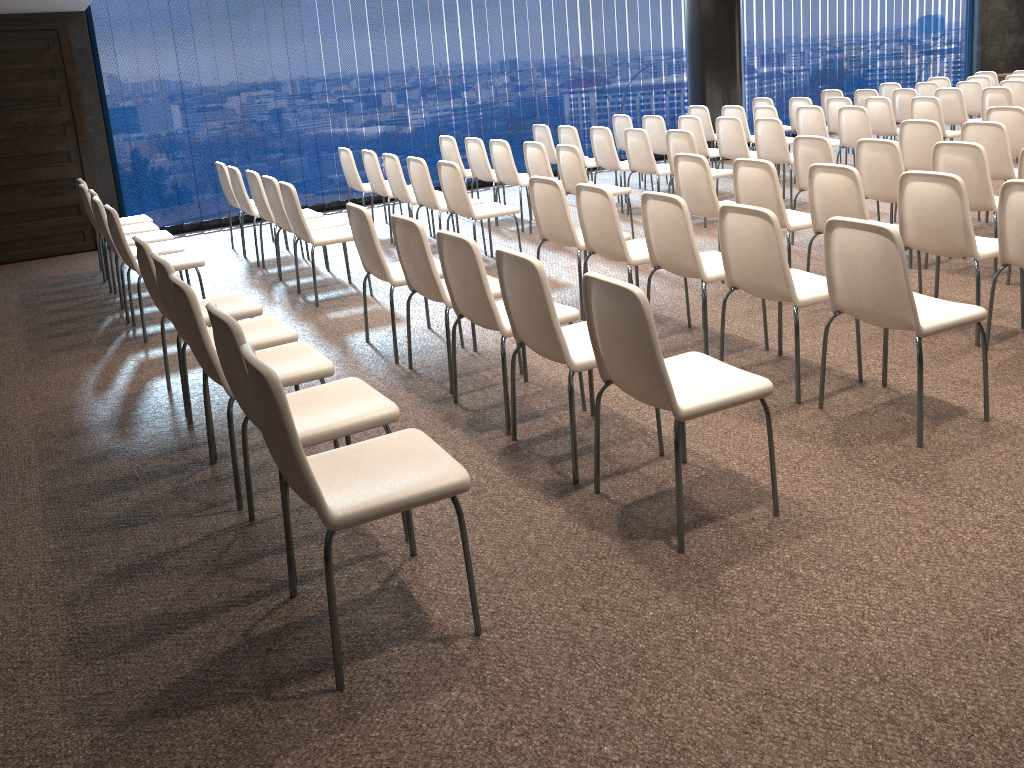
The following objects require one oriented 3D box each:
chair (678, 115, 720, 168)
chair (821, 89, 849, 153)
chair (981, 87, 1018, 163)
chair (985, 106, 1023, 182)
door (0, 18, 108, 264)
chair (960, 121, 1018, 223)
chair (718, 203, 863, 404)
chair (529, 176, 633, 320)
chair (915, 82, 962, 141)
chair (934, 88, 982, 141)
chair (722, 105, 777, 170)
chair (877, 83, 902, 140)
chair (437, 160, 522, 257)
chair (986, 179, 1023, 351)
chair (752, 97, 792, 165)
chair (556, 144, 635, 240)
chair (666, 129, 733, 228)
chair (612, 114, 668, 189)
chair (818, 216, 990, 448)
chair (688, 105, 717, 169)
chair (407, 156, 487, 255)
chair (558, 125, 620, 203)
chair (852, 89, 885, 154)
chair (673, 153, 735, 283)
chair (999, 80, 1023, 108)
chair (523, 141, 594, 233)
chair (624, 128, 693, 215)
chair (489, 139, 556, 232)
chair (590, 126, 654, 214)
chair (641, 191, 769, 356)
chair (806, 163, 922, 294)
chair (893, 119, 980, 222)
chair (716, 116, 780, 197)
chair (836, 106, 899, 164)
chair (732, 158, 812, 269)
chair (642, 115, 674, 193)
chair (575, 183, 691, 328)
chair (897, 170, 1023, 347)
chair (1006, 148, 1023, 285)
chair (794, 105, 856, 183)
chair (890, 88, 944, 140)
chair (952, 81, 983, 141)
[{"bbox_3d":[2.183,-2.582,9.820,0.565,0.870,0.544,-12,16,-27],"label":"chair"},{"bbox_3d":[4.753,-3.790,12.564,0.565,0.870,0.544,-12,16,-26],"label":"chair"},{"bbox_3d":[5.947,-3.134,10.517,0.565,0.870,0.544,-12,16,-26],"label":"chair"},{"bbox_3d":[4.632,-2.108,7.998,0.565,0.870,0.544,-12,16,-27],"label":"chair"},{"bbox_3d":[-5.043,-2.418,8.829,1.419,2.325,0.274,-13,15,-28],"label":"door"},{"bbox_3d":[3.854,-1.648,6.908,0.564,0.870,0.544,-12,16,-25],"label":"chair"},{"bbox_3d":[1.310,-0.454,4.197,0.565,0.870,0.544,-12,16,-27],"label":"chair"},{"bbox_3d":[0.442,-0.946,5.727,0.566,0.870,0.543,-13,17,-29],"label":"chair"},{"bbox_3d":[6.090,-3.895,12.563,0.565,0.870,0.543,-13,16,-28],"label":"chair"},{"bbox_3d":[5.626,-3.296,11.026,0.566,0.870,0.543,-13,17,-28],"label":"chair"},{"bbox_3d":[2.930,-3.041,10.912,0.566,0.870,0.543,-13,17,-29],"label":"chair"},{"bbox_3d":[5.802,-4.067,13.096,0.565,0.870,0.544,-12,16,-27],"label":"chair"},{"bbox_3d":[-0.266,-1.395,7.107,0.565,0.870,0.543,-13,16,-28],"label":"chair"},{"bbox_3d":[2.663,-0.572,4.227,0.565,0.870,0.544,-12,16,-26],"label":"chair"},{"bbox_3d":[3.611,-3.490,11.992,0.565,0.870,0.544,-12,16,-26],"label":"chair"},{"bbox_3d":[0.715,-1.679,7.670,0.565,0.870,0.544,-12,16,-26],"label":"chair"},{"bbox_3d":[1.769,-1.970,8.238,0.566,0.870,0.543,-13,17,-29],"label":"chair"},{"bbox_3d":[1.571,-2.917,10.868,0.565,0.870,0.544,-12,16,-26],"label":"chair"},{"bbox_3d":[1.632,-0.292,3.685,0.564,0.870,0.544,-12,16,-25],"label":"chair"},{"bbox_3d":[2.617,-3.209,11.438,0.565,0.870,0.543,-13,17,-28],"label":"chair"},{"bbox_3d":[-0.577,-1.561,7.629,0.565,0.870,0.544,-12,16,-27],"label":"chair"},{"bbox_3d":[0.841,-2.461,9.779,0.565,0.870,0.544,-12,16,-26],"label":"chair"},{"bbox_3d":[5.022,-3.623,12.051,0.566,0.870,0.543,-13,17,-28],"label":"chair"},{"bbox_3d":[1.489,-1.247,6.324,0.564,0.870,0.544,-12,16,-25],"label":"chair"},{"bbox_3d":[6.707,-3.559,11.512,0.565,0.870,0.544,-12,16,-27],"label":"chair"},{"bbox_3d":[0.438,-1.849,8.196,0.565,0.870,0.544,-12,16,-27],"label":"chair"},{"bbox_3d":[1.445,-2.133,8.754,0.565,0.870,0.544,-12,16,-27],"label":"chair"},{"bbox_3d":[0.109,-2.013,8.713,0.565,0.870,0.543,-13,16,-28],"label":"chair"},{"bbox_3d":[1.156,-2.306,9.287,0.565,0.870,0.544,-12,16,-26],"label":"chair"},{"bbox_3d":[1.021,-0.626,4.730,0.565,0.870,0.544,-12,16,-25],"label":"chair"},{"bbox_3d":[2.101,-0.912,5.277,0.565,0.870,0.544,-12,16,-26],"label":"chair"},{"bbox_3d":[3.589,-1.812,7.413,0.566,0.870,0.543,-13,17,-28],"label":"chair"},{"bbox_3d":[2.478,-2.407,9.280,0.565,0.870,0.543,-13,17,-28],"label":"chair"},{"bbox_3d":[3.805,-2.551,9.386,0.565,0.870,0.543,-13,16,-28],"label":"chair"},{"bbox_3d":[1.778,-1.074,5.789,0.565,0.870,0.544,-12,16,-27],"label":"chair"},{"bbox_3d":[1.861,-2.744,10.332,0.566,0.870,0.543,-13,17,-28],"label":"chair"},{"bbox_3d":[0.706,-0.782,5.223,0.565,0.870,0.544,-12,16,-26],"label":"chair"},{"bbox_3d":[2.398,-0.736,4.733,0.566,0.870,0.543,-13,17,-28],"label":"chair"},{"bbox_3d":[3.384,-1.025,5.308,0.565,0.870,0.544,-12,16,-26],"label":"chair"},{"bbox_3d":[3.527,-2.722,9.913,0.566,0.870,0.543,-13,17,-29],"label":"chair"},{"bbox_3d":[5.335,-3.469,11.562,0.565,0.870,0.544,-12,16,-26],"label":"chair"},{"bbox_3d":[6.413,-3.732,12.050,0.566,0.870,0.543,-13,17,-28],"label":"chair"}]
